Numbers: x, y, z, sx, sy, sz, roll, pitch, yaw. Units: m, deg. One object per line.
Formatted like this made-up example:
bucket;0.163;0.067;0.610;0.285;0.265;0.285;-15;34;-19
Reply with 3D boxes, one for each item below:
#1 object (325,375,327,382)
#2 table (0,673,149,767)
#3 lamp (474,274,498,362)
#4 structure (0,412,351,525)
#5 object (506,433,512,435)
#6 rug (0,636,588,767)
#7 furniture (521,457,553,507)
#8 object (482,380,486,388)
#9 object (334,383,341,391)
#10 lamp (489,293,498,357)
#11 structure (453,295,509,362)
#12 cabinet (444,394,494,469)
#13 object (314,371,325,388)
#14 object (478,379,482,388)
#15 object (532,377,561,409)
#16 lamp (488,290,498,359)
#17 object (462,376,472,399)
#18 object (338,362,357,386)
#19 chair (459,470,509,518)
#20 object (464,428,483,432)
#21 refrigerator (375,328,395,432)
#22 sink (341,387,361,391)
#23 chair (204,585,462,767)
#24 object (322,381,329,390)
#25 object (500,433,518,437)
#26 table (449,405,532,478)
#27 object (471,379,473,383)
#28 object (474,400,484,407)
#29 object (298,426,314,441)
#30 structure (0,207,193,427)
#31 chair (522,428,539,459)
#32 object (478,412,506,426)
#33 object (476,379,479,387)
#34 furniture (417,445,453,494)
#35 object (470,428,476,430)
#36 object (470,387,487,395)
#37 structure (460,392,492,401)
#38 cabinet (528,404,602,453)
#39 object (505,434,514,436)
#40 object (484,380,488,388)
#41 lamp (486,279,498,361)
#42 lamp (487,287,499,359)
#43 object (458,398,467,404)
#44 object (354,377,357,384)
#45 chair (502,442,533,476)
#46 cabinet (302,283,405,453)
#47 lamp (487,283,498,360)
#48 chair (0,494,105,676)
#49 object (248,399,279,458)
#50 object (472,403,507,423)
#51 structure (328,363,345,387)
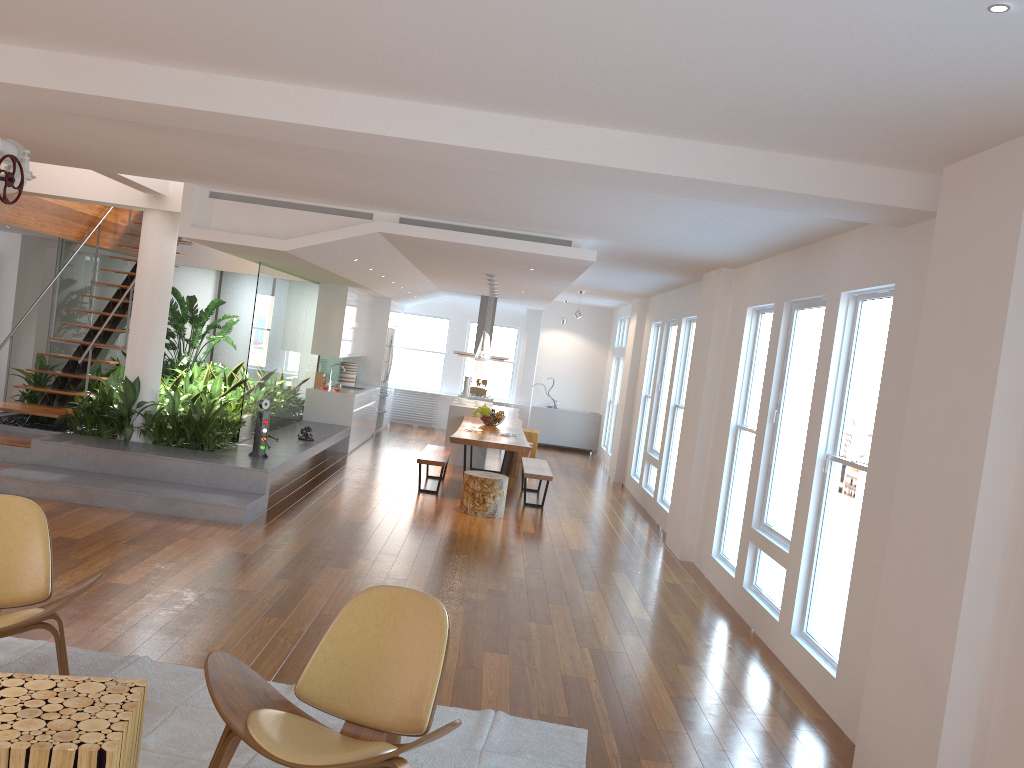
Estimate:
object;-2.737;-0.044;12.910;0.100;0.170;0.173;8;2;1
table;-1.413;1.193;2.551;0.548;0.534;0.489;7;2;-13
lamp;-0.287;-0.788;10.120;0.160;1.060;0.160;9;3;26
structure;-3.732;0.659;10.009;3.088;0.386;5.584;8;2;-1
object;-0.039;0.595;10.442;0.079;0.030;0.070;10;3;42
rug;-1.494;1.409;2.535;3.525;0.057;3.478;8;2;3
furniture;0.262;1.164;10.503;0.316;0.389;1.433;8;2;-1
object;-0.502;0.069;15.212;0.068;0.298;0.039;8;2;-1
object;-2.428;0.048;12.351;0.094;0.106;0.094;8;2;5
lamp;-0.331;-0.937;13.732;0.160;1.060;0.160;9;3;26
structure;-0.417;-1.119;14.698;0.909;1.405;0.900;8;2;-1
cabinet;-0.648;0.682;13.876;0.597;0.832;2.936;8;2;-1
object;-2.745;-0.061;12.661;0.104;0.222;0.200;8;2;-1
object;-0.565;0.060;15.208;0.057;0.299;0.019;8;2;-1
object;0.667;0.152;16.480;0.590;0.563;0.210;6;3;-30
lamp;-0.322;-0.907;13.010;0.160;1.060;0.160;9;3;26
object;-0.715;0.057;14.311;0.172;0.356;0.120;6;3;-43
object;-2.592;-0.158;13.959;0.267;0.356;0.266;9;2;25
chair;-0.290;1.134;9.155;0.460;0.400;0.460;8;2;9
object;-0.458;0.543;10.482;0.222;0.020;0.222;10;3;39
refrigerator;-2.448;-0.110;15.157;0.725;1.772;0.908;8;2;-1
sink;-2.487;0.174;13.391;0.449;0.192;0.666;8;2;-1
chair;-0.544;1.180;3.046;0.867;0.752;0.856;6;3;-41
object;-2.608;0.022;12.395;0.094;0.106;0.094;8;2;5
object;-0.040;0.601;10.442;0.222;0.020;0.222;7;2;-9
table;-0.308;0.847;12.489;0.893;0.704;5.996;8;2;-1
object;-0.717;0.038;15.225;0.055;0.299;0.027;8;2;-1
object;-0.476;0.288;12.782;0.152;0.082;0.152;6;3;-40
object;-2.376;0.562;10.197;0.216;0.155;0.181;6;3;-36
structure;-3.672;-1.462;10.585;2.552;4.265;4.591;8;2;-1
chair;0.245;0.976;14.590;0.344;0.430;0.549;8;2;3
object;-0.266;0.466;11.457;0.360;0.159;0.360;6;3;-38
object;-0.599;0.055;15.227;0.061;0.299;0.040;8;2;-3
furniture;-0.921;1.006;10.482;0.316;0.389;1.433;8;2;-1
object;-0.458;0.537;10.482;0.070;0.030;0.079;6;3;-38
object;-0.610;0.133;15.220;0.353;0.157;0.084;8;2;-1
structure;-0.597;0.197;14.777;0.520;0.073;0.650;8;2;-1
cabinet;0.961;0.839;16.556;1.309;0.725;0.420;8;2;-1
object;-0.041;0.605;10.442;0.124;0.011;0.124;7;2;-19
object;-0.465;0.074;15.230;0.057;0.294;0.030;8;2;-1
lamp;-0.296;-0.817;10.843;0.160;1.060;0.160;9;3;26
lamp;-0.314;-0.877;12.288;0.160;1.060;0.160;9;3;26
object;-0.725;0.249;12.901;0.152;0.082;0.152;9;3;38
object;-2.641;-0.097;14.347;0.265;0.196;0.284;10;3;41
chair;0.068;1.033;12.373;0.396;0.455;0.402;7;2;-11
cabinet;-2.464;-0.300;14.405;0.676;2.280;4.565;8;2;-1
lamp;-0.305;-0.847;11.565;0.160;1.060;0.160;9;3;26
chair;-2.189;0.931;3.735;0.856;0.752;0.867;8;2;4
object;-2.344;0.432;8.474;0.318;0.565;0.134;9;3;35
object;-0.283;0.400;11.469;0.394;0.284;0.292;6;3;-37
structure;-2.654;-0.048;13.408;0.248;0.536;0.115;8;2;-1
